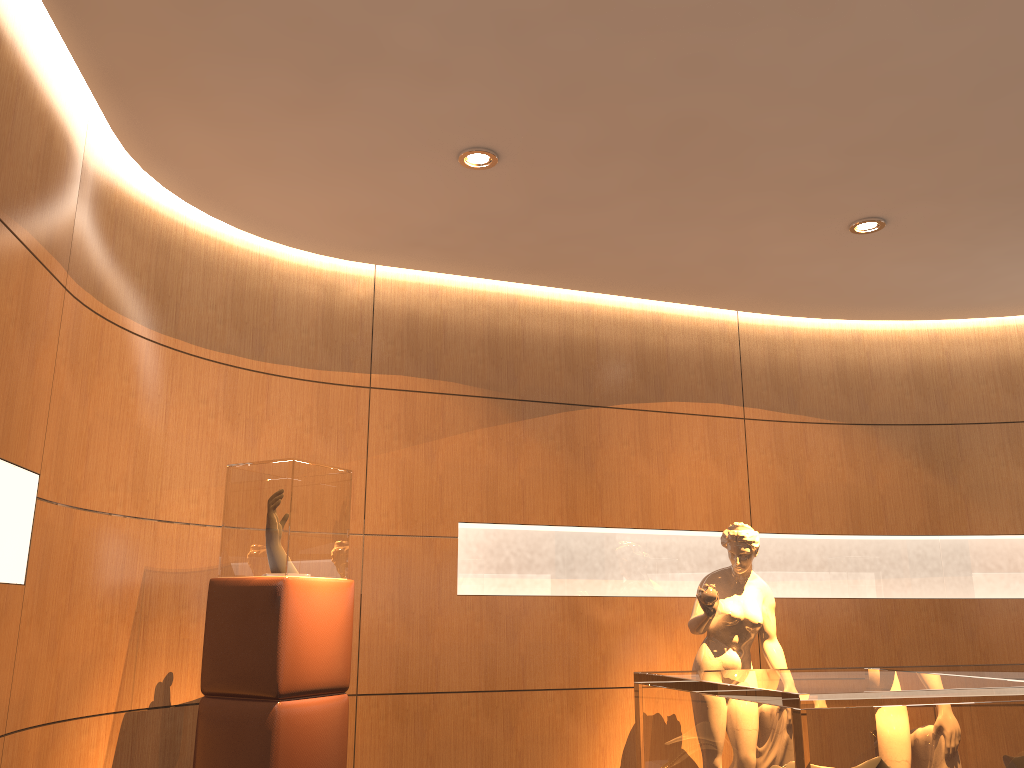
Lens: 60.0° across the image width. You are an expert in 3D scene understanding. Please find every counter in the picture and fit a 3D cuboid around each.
[{"bbox_3d":[1.553,1.254,1.983,2.514,1.173,0.615,5,-15,-19],"label":"counter"}]

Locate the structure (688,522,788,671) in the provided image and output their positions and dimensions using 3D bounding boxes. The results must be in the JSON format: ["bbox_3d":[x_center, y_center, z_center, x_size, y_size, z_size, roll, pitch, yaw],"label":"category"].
[{"bbox_3d":[1.180,1.677,4.747,0.733,1.836,0.477,8,-17,-29],"label":"structure"}]

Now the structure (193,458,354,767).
[{"bbox_3d":[-1.025,1.353,3.842,0.484,2.000,0.498,-8,-16,27],"label":"structure"}]

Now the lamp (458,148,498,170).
[{"bbox_3d":[-0.150,-1.024,3.944,0.176,0.068,0.176,7,-16,-24],"label":"lamp"}]
